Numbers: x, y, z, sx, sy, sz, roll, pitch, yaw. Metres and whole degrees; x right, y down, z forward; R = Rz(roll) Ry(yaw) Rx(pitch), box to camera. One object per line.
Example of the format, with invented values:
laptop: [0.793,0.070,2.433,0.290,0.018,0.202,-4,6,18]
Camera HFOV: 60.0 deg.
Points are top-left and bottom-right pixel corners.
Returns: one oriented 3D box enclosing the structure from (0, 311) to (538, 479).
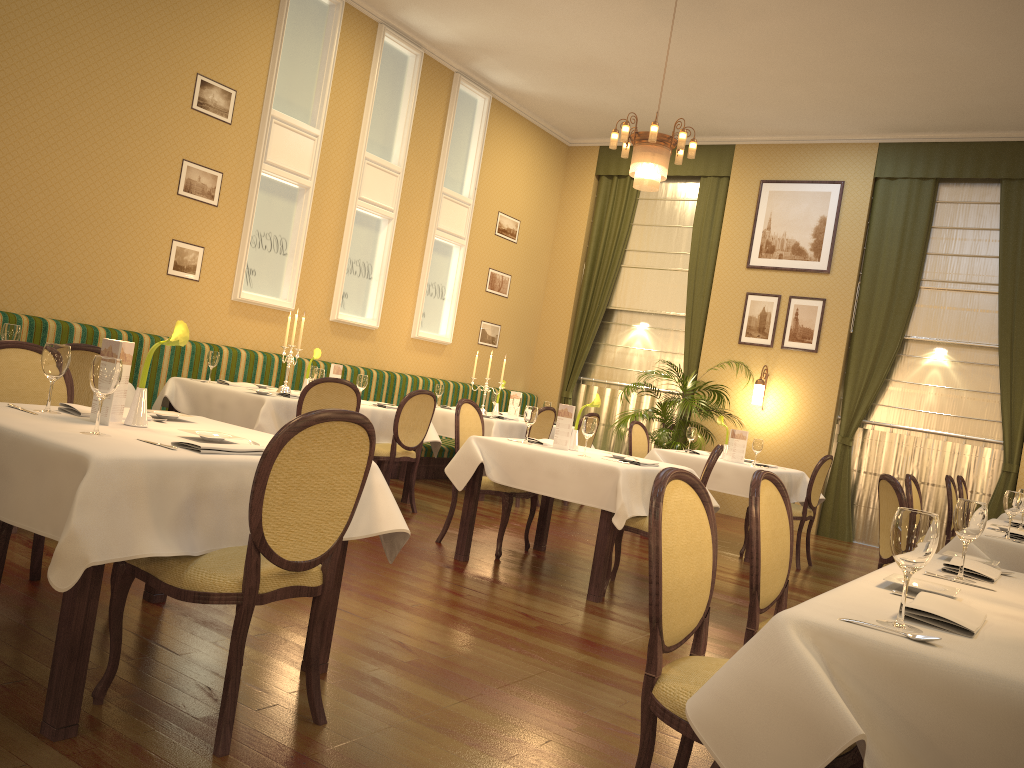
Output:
structure: [-3.452,0.030,5.706,0.850,1.031,14.516,9,0,33]

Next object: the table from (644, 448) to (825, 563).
table: [1.876,1.042,7.762,1.389,0.759,1.395,9,0,35]

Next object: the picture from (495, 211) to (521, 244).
picture: [-0.051,-1.955,11.088,0.008,0.294,0.504,9,0,33]

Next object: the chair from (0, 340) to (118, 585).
chair: [-1.779,0.340,3.343,0.571,0.955,0.530,9,0,33]

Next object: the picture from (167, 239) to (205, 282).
picture: [-2.692,-1.018,7.323,0.008,0.294,0.313,9,0,33]

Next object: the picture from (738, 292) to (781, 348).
picture: [2.897,-0.753,10.381,0.412,0.619,0.022,9,0,33]

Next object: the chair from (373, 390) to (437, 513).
chair: [-0.954,0.478,6.801,0.571,0.955,0.530,9,0,33]

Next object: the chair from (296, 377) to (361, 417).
chair: [-1.388,0.406,6.116,0.530,0.955,0.571,9,0,-32]

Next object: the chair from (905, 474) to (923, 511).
chair: [2.604,1.064,5.339,0.571,0.955,0.530,9,0,33]

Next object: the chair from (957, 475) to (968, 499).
chair: [4.044,1.303,7.579,0.571,0.955,0.530,9,0,33]

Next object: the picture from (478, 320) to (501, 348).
picture: [-0.279,-0.618,11.076,0.008,0.294,0.437,9,0,33]

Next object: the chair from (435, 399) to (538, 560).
chair: [-0.138,0.612,5.899,0.571,0.955,0.530,9,0,23]

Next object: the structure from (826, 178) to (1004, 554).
structure: [4.575,-0.412,9.475,1.900,4.511,0.134,9,0,33]

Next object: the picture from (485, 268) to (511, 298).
picture: [-0.166,-1.259,11.088,0.008,0.294,0.504,9,0,33]

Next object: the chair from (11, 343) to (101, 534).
chair: [-2.414,0.236,4.530,0.571,0.955,0.530,9,0,33]

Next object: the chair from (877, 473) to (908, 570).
chair: [2.191,0.996,4.715,0.571,0.955,0.530,9,0,8]

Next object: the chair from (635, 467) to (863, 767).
chair: [0.577,0.728,2.186,0.571,0.955,0.530,9,0,33]

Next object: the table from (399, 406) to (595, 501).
table: [-0.121,0.713,9.085,1.385,0.759,2.152,9,0,33]

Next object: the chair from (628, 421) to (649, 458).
chair: [1.312,0.853,8.151,0.571,0.955,0.530,9,0,33]

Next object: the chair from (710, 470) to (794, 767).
chair: [0.993,0.797,2.834,0.571,0.955,0.530,9,0,33]

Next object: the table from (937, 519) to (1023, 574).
table: [2.983,1.223,4.639,1.385,0.759,2.152,9,0,33]

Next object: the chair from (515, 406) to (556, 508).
chair: [0.045,0.644,8.357,0.571,0.955,0.530,9,0,33]

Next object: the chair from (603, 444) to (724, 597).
chair: [0.876,0.779,5.194,0.571,0.955,0.530,9,0,13]

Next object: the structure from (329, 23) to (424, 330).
structure: [-1.397,-2.072,9.053,0.200,2.985,0.661,9,0,33]

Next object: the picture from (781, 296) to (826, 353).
picture: [3.318,-0.684,10.104,0.412,0.619,0.022,9,0,33]

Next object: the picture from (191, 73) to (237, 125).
picture: [-2.461,-2.354,7.339,0.008,0.294,0.401,9,0,33]

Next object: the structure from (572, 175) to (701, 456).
structure: [1.683,-0.889,11.391,1.942,4.511,0.123,9,0,33]

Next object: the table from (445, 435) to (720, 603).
table: [0.422,0.801,5.501,1.389,0.759,1.395,9,0,35]

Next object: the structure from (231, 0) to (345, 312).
structure: [-2.042,-2.179,8.051,0.200,2.985,0.687,9,0,33]

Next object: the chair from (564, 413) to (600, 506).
chair: [0.526,0.723,9.045,0.571,0.955,0.530,9,0,33]

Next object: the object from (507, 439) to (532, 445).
object: [0.050,0.354,5.430,0.185,0.010,0.017,9,0,34]

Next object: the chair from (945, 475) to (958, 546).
chair: [3.628,1.234,6.931,0.571,0.955,0.530,9,0,33]

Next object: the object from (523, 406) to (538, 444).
object: [0.107,0.252,5.505,0.088,0.229,0.088,9,0,-15]

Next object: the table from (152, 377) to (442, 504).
table: [-1.575,0.472,6.823,1.385,0.759,2.152,9,0,33]

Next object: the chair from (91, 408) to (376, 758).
chair: [-0.780,0.504,2.622,0.571,0.955,0.530,9,0,33]

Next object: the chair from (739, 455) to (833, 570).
chair: [2.312,1.017,7.430,0.571,0.955,0.530,9,0,33]

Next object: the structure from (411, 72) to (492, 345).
structure: [-0.714,-1.959,10.117,0.200,2.985,0.670,9,0,33]

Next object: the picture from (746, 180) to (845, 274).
picture: [3.264,-1.832,10.256,0.966,1.057,0.027,9,0,33]

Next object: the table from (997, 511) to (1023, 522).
table: [4.424,1.462,6.879,1.385,0.759,2.152,9,0,33]

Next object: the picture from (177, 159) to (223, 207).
picture: [-2.576,-1.659,7.339,0.008,0.294,0.401,9,0,33]

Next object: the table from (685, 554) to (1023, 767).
table: [1.373,0.956,2.134,1.385,0.759,2.152,9,0,33]

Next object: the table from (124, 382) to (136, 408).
table: [-3.031,0.231,4.558,1.385,0.759,2.152,9,0,33]

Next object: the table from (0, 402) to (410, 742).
table: [-1.216,0.529,2.954,1.389,0.759,1.395,9,0,35]
